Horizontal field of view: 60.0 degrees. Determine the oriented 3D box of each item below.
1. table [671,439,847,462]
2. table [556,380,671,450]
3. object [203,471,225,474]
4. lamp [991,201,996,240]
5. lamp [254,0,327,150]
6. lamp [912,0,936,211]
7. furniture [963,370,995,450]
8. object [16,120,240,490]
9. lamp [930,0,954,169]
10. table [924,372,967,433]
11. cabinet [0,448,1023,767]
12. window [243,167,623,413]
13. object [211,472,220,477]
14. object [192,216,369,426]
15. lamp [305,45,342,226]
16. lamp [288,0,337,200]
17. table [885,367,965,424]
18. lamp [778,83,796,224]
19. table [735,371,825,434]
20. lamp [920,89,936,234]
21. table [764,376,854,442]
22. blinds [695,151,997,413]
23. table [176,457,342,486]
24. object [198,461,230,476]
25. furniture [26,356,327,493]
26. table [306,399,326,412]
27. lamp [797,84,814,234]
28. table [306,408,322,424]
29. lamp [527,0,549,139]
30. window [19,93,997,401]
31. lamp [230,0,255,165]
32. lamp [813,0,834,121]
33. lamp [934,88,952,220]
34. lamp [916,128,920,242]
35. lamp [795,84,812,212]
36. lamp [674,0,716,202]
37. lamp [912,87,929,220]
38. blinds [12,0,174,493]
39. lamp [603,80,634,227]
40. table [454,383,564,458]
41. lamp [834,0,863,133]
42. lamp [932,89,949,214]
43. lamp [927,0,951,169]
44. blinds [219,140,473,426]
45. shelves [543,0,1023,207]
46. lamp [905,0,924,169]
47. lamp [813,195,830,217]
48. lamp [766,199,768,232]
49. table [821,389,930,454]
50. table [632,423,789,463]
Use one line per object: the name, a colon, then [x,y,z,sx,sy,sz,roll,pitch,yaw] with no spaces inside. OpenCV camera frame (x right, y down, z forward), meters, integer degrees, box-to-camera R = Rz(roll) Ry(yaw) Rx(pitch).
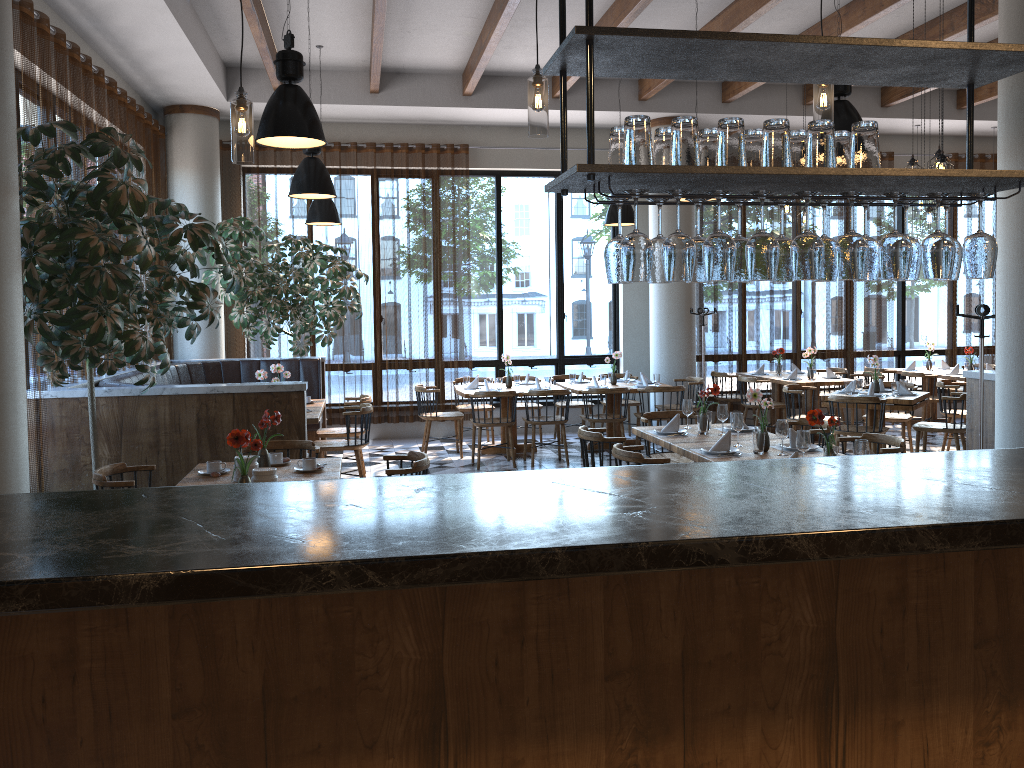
table: [1.549,0.797,5.553,0.850,0.762,0.852,-1,4,-10]
table: [1.207,0.389,10.466,1.214,0.762,1.218,-1,4,-6]
object: [-1.672,0.498,4.942,0.156,0.012,0.034,-5,6,-38]
lamp: [6.634,-2.786,12.207,0.078,1.960,0.078,-2,3,-20]
lamp: [-1.229,-2.255,4.841,0.390,1.861,0.391,1,3,38]
lamp: [3.498,-2.512,7.507,0.175,2.067,0.175,0,2,8]
furniture: [6.862,0.456,6.415,6.587,1.148,1.922,-2,4,-10]
object: [-2.396,-0.160,5.586,1.481,2.776,1.756,-2,3,-29]
lamp: [3.542,-2.625,7.285,0.175,2.067,0.175,-2,3,-25]
table: [5.850,0.256,11.261,0.850,0.762,0.852,-1,4,-10]
cabinet: [0.478,0.967,1.326,5.994,1.163,3.035,-2,5,-10]
window: [-0.965,-1.258,11.733,4.966,3.161,0.365,-2,2,-10]
object: [-1.644,0.501,4.913,0.053,0.025,0.049,-4,5,-32]
object: [-2.617,-0.552,10.279,1.481,2.776,1.756,2,4,39]
lamp: [-2.012,-2.624,9.363,0.390,1.861,0.391,-1,2,3]
lamp: [-1.623,-2.441,7.114,0.390,1.861,0.391,-1,3,-7]
table: [5.704,0.187,12.104,0.850,0.762,0.852,-1,4,-10]
lamp: [3.083,-2.841,9.939,0.175,2.067,0.175,1,3,33]
table: [3.535,0.250,11.730,0.850,0.762,0.852,-1,4,-10]
lamp: [4.693,-2.734,9.949,0.175,2.067,0.175,0,2,9]
table: [3.681,0.318,10.887,0.850,0.762,0.852,-1,4,-10]
blinds: [5.822,-1.494,12.646,7.266,3.575,0.160,-2,2,-10]
table: [-1.400,0.882,5.037,0.850,0.762,0.852,-1,4,-10]
object: [-1.682,0.473,5.004,0.176,0.067,0.176,2,6,35]
furniture: [-2.771,0.438,8.255,1.918,1.148,4.047,-2,5,-10]
table: [-2.286,0.581,8.770,0.850,0.762,0.852,-1,4,-10]
lamp: [3.239,-2.700,9.785,0.175,2.067,0.175,-2,3,-24]
table: [-2.140,0.650,7.930,0.850,0.762,0.852,-1,4,-10]
lamp: [0.086,-1.909,3.287,0.078,1.960,0.078,-1,2,-2]
window: [1.580,-1.242,11.112,15.144,3.159,4.499,-4,5,-33]
lamp: [-0.970,-1.765,3.110,0.078,1.960,0.078,0,3,19]
lamp: [1.225,-1.975,3.483,0.078,1.960,0.078,0,3,25]
lamp: [4.733,-2.847,9.726,0.175,2.067,0.175,-2,3,-24]
lamp: [5.494,-2.719,12.012,0.078,1.960,0.078,-1,2,-2]
lamp: [3.145,-2.911,9.562,0.175,2.067,0.175,-2,3,-24]
lamp: [1.598,-2.533,7.670,0.390,1.861,0.391,-2,3,-22]
lamp: [4.693,-2.926,10.157,0.175,2.067,0.175,-1,2,-2]
blinds: [-3.538,-0.931,7.525,0.155,3.574,5.556,-1,4,-10]
lamp: [1.207,-2.716,9.919,0.391,1.861,0.391,-2,3,-32]
table: [-0.036,0.425,10.251,1.214,0.762,1.218,-1,4,-6]
lamp: [1.991,-2.347,5.397,0.391,1.861,0.391,-2,3,-32]
lamp: [4.882,-2.978,10.069,0.175,2.067,0.175,0,2,9]
lamp: [3.684,-2.756,7.630,0.175,2.067,0.175,0,2,8]
blinds: [-2.114,-1.267,11.282,3.198,3.575,0.155,-1,2,-9]
shelves: [0.239,-1.337,2.050,5.864,1.793,0.683,-2,3,-10]
lamp: [3.493,-2.703,7.715,0.175,2.067,0.175,-1,2,-3]
lamp: [3.352,-2.860,9.596,0.175,2.067,0.175,-2,3,-35]
lamp: [3.345,-2.649,11.641,0.078,1.960,0.078,-2,3,-34]
table: [3.682,0.480,8.961,0.864,0.762,0.866,2,5,35]
table: [1.404,0.729,6.393,0.850,0.762,0.852,-1,4,-10]
